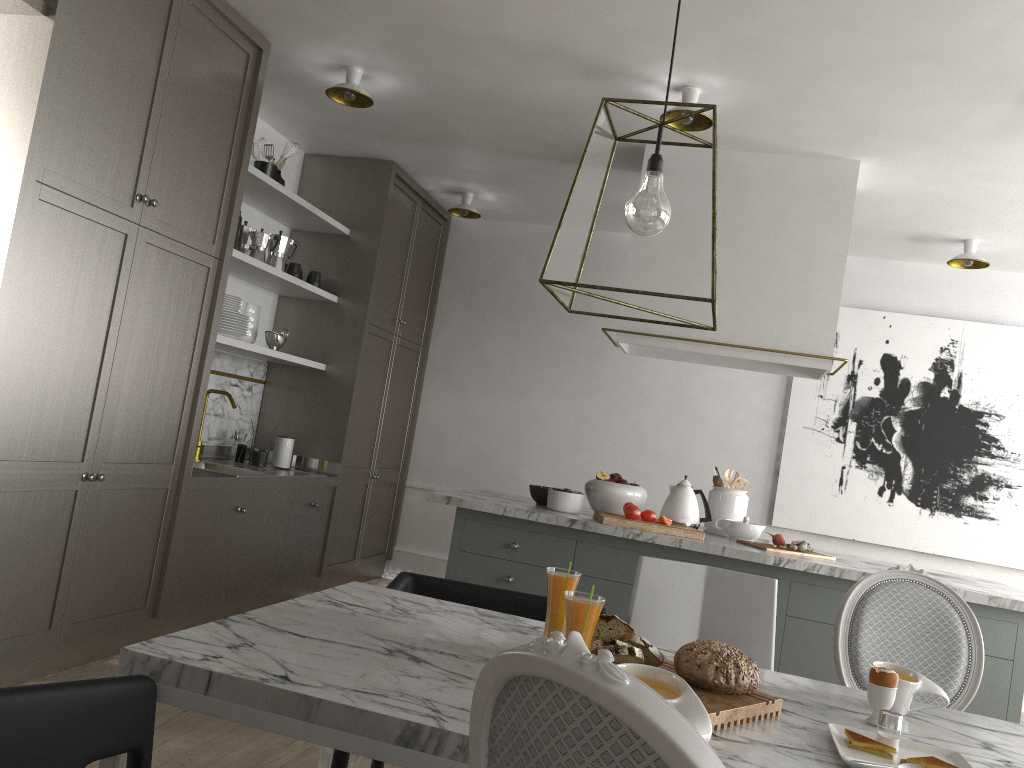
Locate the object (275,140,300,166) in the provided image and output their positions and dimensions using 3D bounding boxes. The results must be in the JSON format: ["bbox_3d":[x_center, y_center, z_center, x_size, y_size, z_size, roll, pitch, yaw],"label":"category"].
[{"bbox_3d":[-1.089,-1.102,4.294,0.070,0.187,0.135,8,-4,17],"label":"object"}]

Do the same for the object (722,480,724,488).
[{"bbox_3d":[0.953,0.546,3.992,0.114,0.247,0.050,8,-4,19],"label":"object"}]

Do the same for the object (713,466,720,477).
[{"bbox_3d":[0.952,0.522,3.952,0.141,0.290,0.064,7,-4,28],"label":"object"}]

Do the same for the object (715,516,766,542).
[{"bbox_3d":[0.974,0.610,3.762,0.172,0.110,0.159,11,-4,-31],"label":"object"}]

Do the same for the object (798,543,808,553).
[{"bbox_3d":[1.160,0.652,3.541,0.035,0.036,0.037,9,-4,2],"label":"object"}]

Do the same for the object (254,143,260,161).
[{"bbox_3d":[-1.220,-1.078,4.231,0.085,0.148,0.050,10,-4,-14],"label":"object"}]

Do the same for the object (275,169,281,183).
[{"bbox_3d":[-1.192,-0.984,4.317,0.112,0.128,0.112,9,-4,-2],"label":"object"}]

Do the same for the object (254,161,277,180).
[{"bbox_3d":[-1.178,-0.984,4.206,0.108,0.118,0.108,9,-4,5],"label":"object"}]

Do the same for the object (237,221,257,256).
[{"bbox_3d":[-1.270,-0.669,4.220,0.175,0.212,0.111,12,-5,-40],"label":"object"}]

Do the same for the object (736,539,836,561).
[{"bbox_3d":[1.105,0.670,3.585,0.330,0.012,0.220,10,-4,-16],"label":"object"}]

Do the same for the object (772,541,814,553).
[{"bbox_3d":[1.104,0.646,3.550,0.224,0.058,0.116,12,-5,-40],"label":"object"}]

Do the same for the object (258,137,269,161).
[{"bbox_3d":[-1.163,-1.074,4.152,0.050,0.148,0.085,8,-4,16],"label":"object"}]

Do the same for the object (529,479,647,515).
[{"bbox_3d":[0.333,0.490,3.892,0.491,0.156,0.364,10,-4,-9],"label":"object"}]

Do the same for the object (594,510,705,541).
[{"bbox_3d":[0.545,0.569,3.579,0.400,0.030,0.290,9,-4,-1],"label":"object"}]

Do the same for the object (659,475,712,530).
[{"bbox_3d":[0.749,0.514,3.847,0.178,0.236,0.204,12,-5,-39],"label":"object"}]

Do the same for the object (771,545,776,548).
[{"bbox_3d":[1.042,0.645,3.531,0.028,0.010,0.015,10,-4,-12],"label":"object"}]

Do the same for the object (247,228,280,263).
[{"bbox_3d":[-1.155,-0.635,4.093,0.138,0.167,0.087,9,-4,10],"label":"object"}]

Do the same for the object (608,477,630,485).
[{"bbox_3d":[0.450,0.447,3.869,0.154,0.074,0.135,9,-4,10],"label":"object"}]

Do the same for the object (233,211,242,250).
[{"bbox_3d":[-1.271,-0.718,4.031,0.089,0.282,0.082,9,-4,9],"label":"object"}]

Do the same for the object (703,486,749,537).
[{"bbox_3d":[0.952,0.567,3.942,0.174,0.208,0.174,7,-4,32],"label":"object"}]

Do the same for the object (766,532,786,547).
[{"bbox_3d":[1.082,0.637,3.630,0.050,0.051,0.090,11,-4,-23],"label":"object"}]

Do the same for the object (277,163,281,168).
[{"bbox_3d":[-1.171,-1.025,4.361,0.016,0.191,0.106,8,-4,24],"label":"object"}]

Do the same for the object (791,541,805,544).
[{"bbox_3d":[1.178,0.661,3.650,0.057,0.039,0.049,9,-4,11],"label":"object"}]

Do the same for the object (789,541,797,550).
[{"bbox_3d":[1.121,0.644,3.535,0.033,0.037,0.034,10,-4,-8],"label":"object"}]

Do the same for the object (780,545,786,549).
[{"bbox_3d":[1.079,0.648,3.529,0.030,0.017,0.013,8,-4,23],"label":"object"}]

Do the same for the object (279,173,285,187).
[{"bbox_3d":[-1.170,-1.001,4.440,0.038,0.183,0.092,8,-4,24],"label":"object"}]

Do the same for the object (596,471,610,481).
[{"bbox_3d":[0.393,0.403,3.846,0.061,0.048,0.054,11,-4,-22],"label":"object"}]

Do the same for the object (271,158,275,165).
[{"bbox_3d":[-1.191,-1.021,4.354,0.023,0.202,0.079,10,-4,-6],"label":"object"}]

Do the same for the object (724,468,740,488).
[{"bbox_3d":[0.965,0.525,3.996,0.056,0.296,0.131,7,-4,34],"label":"object"}]

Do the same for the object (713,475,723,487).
[{"bbox_3d":[0.934,0.537,3.921,0.117,0.251,0.061,10,-4,-6],"label":"object"}]

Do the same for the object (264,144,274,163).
[{"bbox_3d":[-1.139,-1.023,4.173,0.039,0.185,0.132,9,-4,5],"label":"object"}]

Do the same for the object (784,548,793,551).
[{"bbox_3d":[1.094,0.654,3.518,0.043,0.008,0.059,12,-4,-34],"label":"object"}]

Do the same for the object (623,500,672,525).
[{"bbox_3d":[0.547,0.515,3.569,0.194,0.079,0.135,9,-4,3],"label":"object"}]

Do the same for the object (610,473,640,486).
[{"bbox_3d":[0.495,0.444,3.909,0.167,0.091,0.071,6,-5,39],"label":"object"}]

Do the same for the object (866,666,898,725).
[{"bbox_3d":[0.672,0.567,1.615,0.050,0.101,0.050,8,-4,21],"label":"object"}]

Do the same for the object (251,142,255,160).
[{"bbox_3d":[-1.215,-1.037,4.202,0.059,0.199,0.098,7,-4,33],"label":"object"}]

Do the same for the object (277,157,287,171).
[{"bbox_3d":[-1.155,-1.018,4.329,0.083,0.201,0.023,11,-4,-20],"label":"object"}]

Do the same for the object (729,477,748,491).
[{"bbox_3d":[0.943,0.532,3.898,0.149,0.262,0.054,7,-4,29],"label":"object"}]
